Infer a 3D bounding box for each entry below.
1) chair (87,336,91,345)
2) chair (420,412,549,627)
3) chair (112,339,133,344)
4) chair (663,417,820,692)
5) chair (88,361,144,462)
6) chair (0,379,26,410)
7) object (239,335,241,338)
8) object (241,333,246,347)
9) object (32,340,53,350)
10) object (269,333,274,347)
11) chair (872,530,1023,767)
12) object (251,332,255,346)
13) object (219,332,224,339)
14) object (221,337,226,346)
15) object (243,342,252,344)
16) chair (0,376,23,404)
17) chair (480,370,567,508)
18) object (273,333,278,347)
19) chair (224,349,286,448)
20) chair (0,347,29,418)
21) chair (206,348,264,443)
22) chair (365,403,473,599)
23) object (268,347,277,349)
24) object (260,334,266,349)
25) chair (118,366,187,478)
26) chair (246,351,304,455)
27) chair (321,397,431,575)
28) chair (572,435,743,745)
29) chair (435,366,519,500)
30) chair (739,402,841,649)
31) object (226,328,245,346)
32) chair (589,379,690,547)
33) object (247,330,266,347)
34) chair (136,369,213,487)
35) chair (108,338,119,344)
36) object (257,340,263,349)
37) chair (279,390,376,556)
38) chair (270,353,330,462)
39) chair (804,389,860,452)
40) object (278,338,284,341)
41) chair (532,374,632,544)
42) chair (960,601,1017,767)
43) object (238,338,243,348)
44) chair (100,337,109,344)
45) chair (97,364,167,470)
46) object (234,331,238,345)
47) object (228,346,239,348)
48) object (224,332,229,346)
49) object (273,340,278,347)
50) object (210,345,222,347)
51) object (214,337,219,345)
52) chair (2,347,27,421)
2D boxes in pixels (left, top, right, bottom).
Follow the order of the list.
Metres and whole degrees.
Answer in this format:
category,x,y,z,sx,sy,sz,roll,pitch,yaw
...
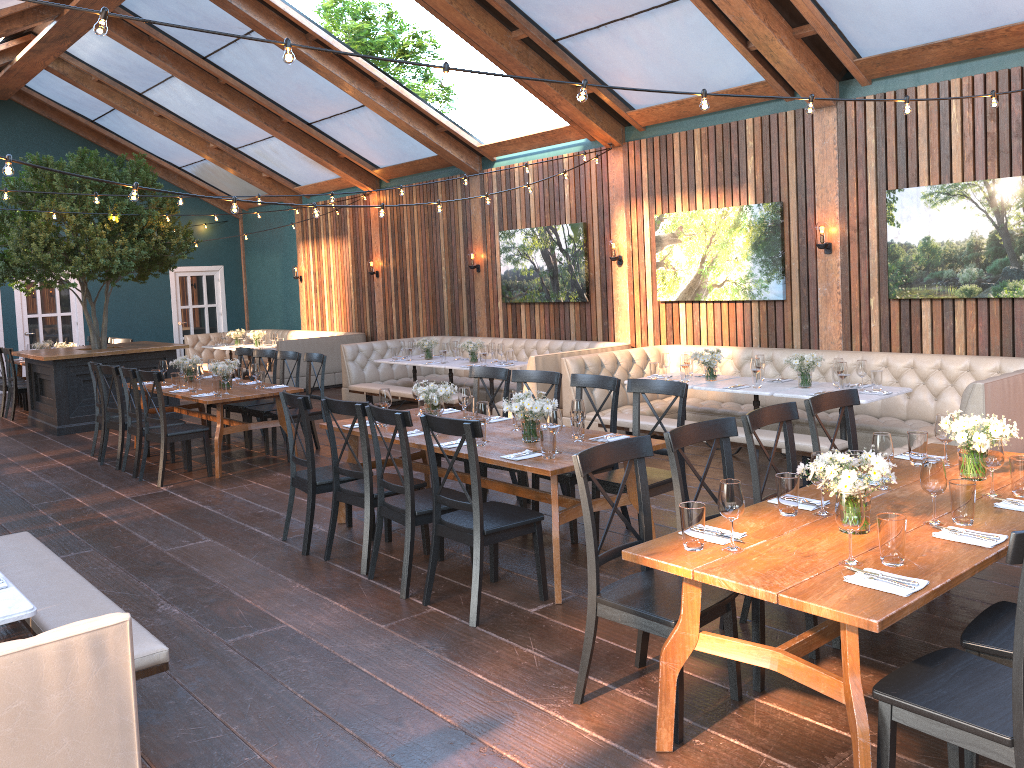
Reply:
category,x,y,z,sx,sy,sz,roll,pitch,yaw
chair,-7.191,-0.280,14.883,0.478,1.016,0.541,1,6,45
chair,-0.158,0.650,4.679,0.541,1.016,0.478,-6,5,-40
chair,-6.106,-0.169,13.577,0.477,1.016,0.542,0,5,33
chair,0.992,0.697,3.867,0.479,1.016,0.540,-6,5,-40
chair,-4.191,0.255,9.410,0.541,1.016,0.478,-5,5,-35
chair,-7.815,-0.096,13.617,0.541,1.016,0.478,-5,5,-35
object,-5.144,-0.835,16.664,0.092,0.157,0.092,0,5,36
object,-4.759,-0.777,15.697,0.092,0.243,0.092,-2,4,8
object,-7.510,-0.558,14.206,0.330,0.308,0.336,-7,7,-42
object,-4.165,-0.765,15.374,0.092,0.243,0.092,-2,4,8
chair,1.384,0.842,2.545,0.479,1.016,0.540,-5,5,-35
object,-4.652,-0.813,15.946,0.092,0.243,0.092,-2,4,8
object,-5.401,-0.844,16.484,0.092,0.243,0.092,-3,4,2
object,-5.277,-0.771,16.187,0.092,0.157,0.092,0,5,36
object,-5.001,-0.762,16.578,0.256,0.019,0.158,-8,9,-40
chair,-8.117,-0.140,14.095,0.541,1.016,0.478,-5,5,-35
chair,0.075,0.435,6.346,0.478,1.016,0.541,1,6,45
object,-4.055,-0.744,15.166,0.092,0.243,0.092,-2,4,8
chair,-2.866,0.145,9.801,0.478,1.016,0.541,1,6,45
chair,-7.441,-0.062,13.201,0.478,1.016,0.541,1,6,45
chair,-3.229,0.110,10.228,0.541,1.016,0.478,-6,5,-40
chair,-0.525,0.615,5.101,0.541,1.016,0.478,-5,5,-35
object,-4.032,-0.613,15.007,0.158,0.019,0.255,-8,9,-39
object,-4.240,-0.727,15.093,0.092,0.243,0.092,-2,4,8
chair,-3.474,0.327,8.549,0.541,1.016,0.478,-6,5,-37
chair,-2.503,0.181,9.375,0.541,1.016,0.478,-6,5,-40
chair,-0.860,0.577,5.535,0.541,1.016,0.478,-6,5,-43
chair,0.567,0.761,3.505,0.540,1.016,0.479,1,6,45
chair,-0.289,0.399,6.773,0.541,1.016,0.478,-6,5,-40
chair,1.419,0.633,4.229,0.540,1.016,0.479,1,6,45
object,-5.047,-0.859,16.207,0.329,0.308,0.338,-1,5,15
chair,0.801,0.506,5.493,0.541,1.016,0.478,-6,5,-40
object,-4.497,-0.808,15.583,0.336,0.308,0.331,-2,5,2
chair,-3.111,0.363,8.123,0.478,1.016,0.541,1,6,45
chair,-6.465,-0.209,14.030,0.541,1.016,0.478,-6,5,-40
object,-4.263,-0.670,14.989,0.092,0.157,0.092,0,5,36
chair,-1.250,0.545,5.949,0.541,1.016,0.478,-5,5,-32
chair,-2.140,0.217,8.948,0.541,1.016,0.478,-5,5,-35
chair,1.844,0.569,4.591,0.479,1.016,0.540,-6,5,-40
object,-3.946,-0.704,15.144,0.092,0.157,0.092,0,5,36
chair,0.437,0.470,5.920,0.541,1.016,0.478,-5,5,-35
chair,1.809,0.778,2.907,0.540,1.016,0.479,1,6,45
object,-4.781,-0.720,15.593,0.092,0.157,0.092,0,5,36
chair,-6.828,-0.244,14.457,0.541,1.016,0.478,-5,5,-35
chair,-3.856,0.294,8.961,0.478,1.016,0.541,1,6,45
object,-5.171,-0.864,16.555,0.092,0.243,0.092,-3,4,2
object,-4.919,-0.656,15.687,0.256,0.019,0.158,-8,9,-40
object,-5.254,-0.827,16.291,0.092,0.243,0.092,-3,4,2
object,-4.139,-0.736,15.483,0.092,0.157,0.092,0,5,36
object,-5.414,-0.706,16.281,0.256,0.019,0.158,-8,9,-40
object,-5.505,-0.800,16.511,0.092,0.157,0.092,0,5,36
chair,-7.041,-0.031,12.805,0.541,1.016,0.478,-6,5,-40
